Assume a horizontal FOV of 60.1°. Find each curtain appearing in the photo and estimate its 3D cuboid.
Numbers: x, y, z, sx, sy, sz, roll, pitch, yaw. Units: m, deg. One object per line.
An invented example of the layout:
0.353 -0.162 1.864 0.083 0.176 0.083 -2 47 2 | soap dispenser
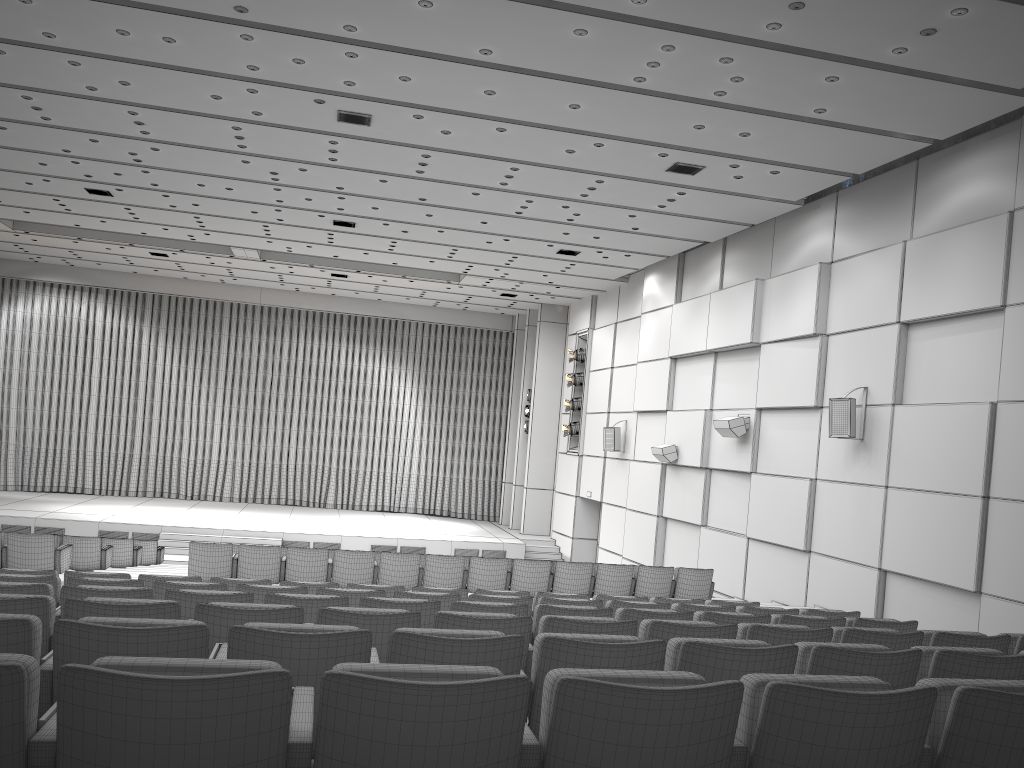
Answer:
-7.925 0.510 27.491 16.151 6.517 1.428 5 0 -12 | curtain

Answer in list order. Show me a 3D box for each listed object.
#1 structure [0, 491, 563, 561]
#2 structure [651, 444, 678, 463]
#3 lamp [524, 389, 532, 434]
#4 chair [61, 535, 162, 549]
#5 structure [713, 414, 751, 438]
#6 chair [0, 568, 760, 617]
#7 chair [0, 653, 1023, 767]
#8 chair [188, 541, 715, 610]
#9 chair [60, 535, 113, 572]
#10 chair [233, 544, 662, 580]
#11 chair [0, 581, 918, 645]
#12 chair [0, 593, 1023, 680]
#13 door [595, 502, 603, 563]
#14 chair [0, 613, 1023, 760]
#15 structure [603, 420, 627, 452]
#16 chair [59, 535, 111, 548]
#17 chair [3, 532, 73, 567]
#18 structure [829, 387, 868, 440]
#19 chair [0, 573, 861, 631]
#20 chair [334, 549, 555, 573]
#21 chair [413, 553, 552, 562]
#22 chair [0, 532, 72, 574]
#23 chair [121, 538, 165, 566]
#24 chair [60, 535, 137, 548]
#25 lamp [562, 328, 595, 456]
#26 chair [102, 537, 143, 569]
-7.526 4.039 24.449 17.842 0.845 8.320 5 -4 -12 | structure
3.090 1.351 17.635 0.471 0.417 0.520 5 -2 -15 | structure
0.577 0.807 25.804 0.437 1.477 0.385 5 0 -16 | lamp
-9.991 3.120 17.023 6.058 0.621 0.612 5 -2 -12 | chair
3.785 0.709 15.184 0.471 0.417 0.520 5 -2 -16 | structure
-4.142 1.739 7.073 13.217 0.621 0.612 5 -2 -12 | chair
-2.918 0.735 1.694 13.767 0.621 0.612 5 -2 -12 | chair
-0.586 2.442 11.128 6.609 0.621 0.612 5 -2 -12 | chair
-8.842 2.108 11.622 6.608 0.621 0.612 5 -2 -12 | chair
-0.809 2.645 12.208 6.058 0.621 0.612 5 -2 -12 | chair
-3.663 1.336 4.920 13.217 0.621 0.612 5 -2 -12 | chair
-3.397 1.137 3.848 13.767 0.621 0.612 5 -2 -12 | chair
2.394 4.039 22.335 0.086 2.176 1.698 5 -1 -12 | door
-3.183 0.933 2.766 13.217 0.621 0.612 5 -2 -12 | chair
2.364 1.186 20.302 0.408 0.744 0.412 4 -1 36 | structure
-9.065 2.311 12.702 6.058 0.621 0.612 5 -2 -12 | chair
-8.586 1.908 10.549 6.058 0.621 0.612 5 -2 -12 | chair
4.624 0.390 12.205 0.408 0.744 0.412 4 -1 36 | structure
-3.876 1.540 6.002 13.767 0.621 0.612 5 -2 -12 | chair
-1.066 2.845 13.281 6.608 0.621 0.612 5 -2 -12 | chair
-1.289 3.048 14.362 6.058 0.621 0.612 5 -2 -12 | chair
-8.363 1.705 9.468 6.608 0.621 0.612 5 -2 -12 | chair
-9.801 2.914 15.929 6.608 0.621 0.612 5 -2 -12 | chair
-9.544 2.714 14.856 6.058 0.621 0.612 5 -2 -12 | chair
1.775 0.227 23.430 0.757 3.338 1.020 5 0 -16 | lamp
-9.322 2.511 13.776 6.608 0.621 0.612 5 -2 -12 | chair
